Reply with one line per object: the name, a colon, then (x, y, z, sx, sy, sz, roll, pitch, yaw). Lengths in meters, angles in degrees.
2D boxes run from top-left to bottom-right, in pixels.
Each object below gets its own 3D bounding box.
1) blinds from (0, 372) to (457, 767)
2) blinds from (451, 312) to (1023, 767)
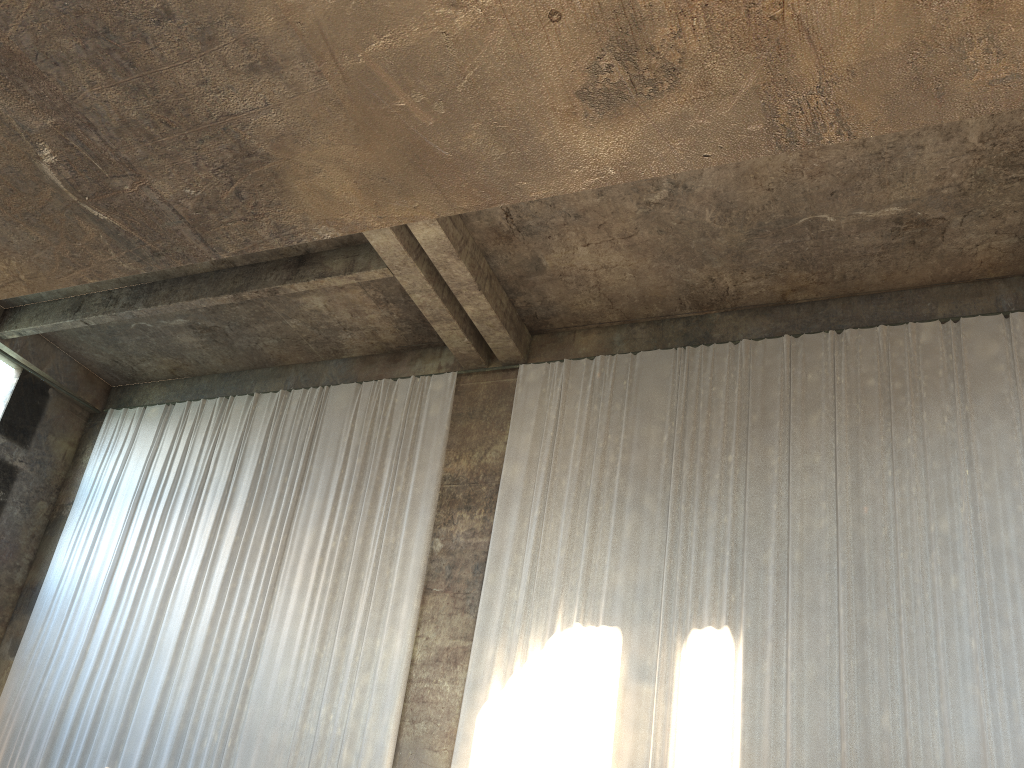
blinds: (-4.952, 3.786, 13.961, 7.842, 8.197, 0.289, -4, -29, 23)
blinds: (3.019, 2.991, 10.553, 7.851, 8.197, 0.288, -5, -29, 25)
